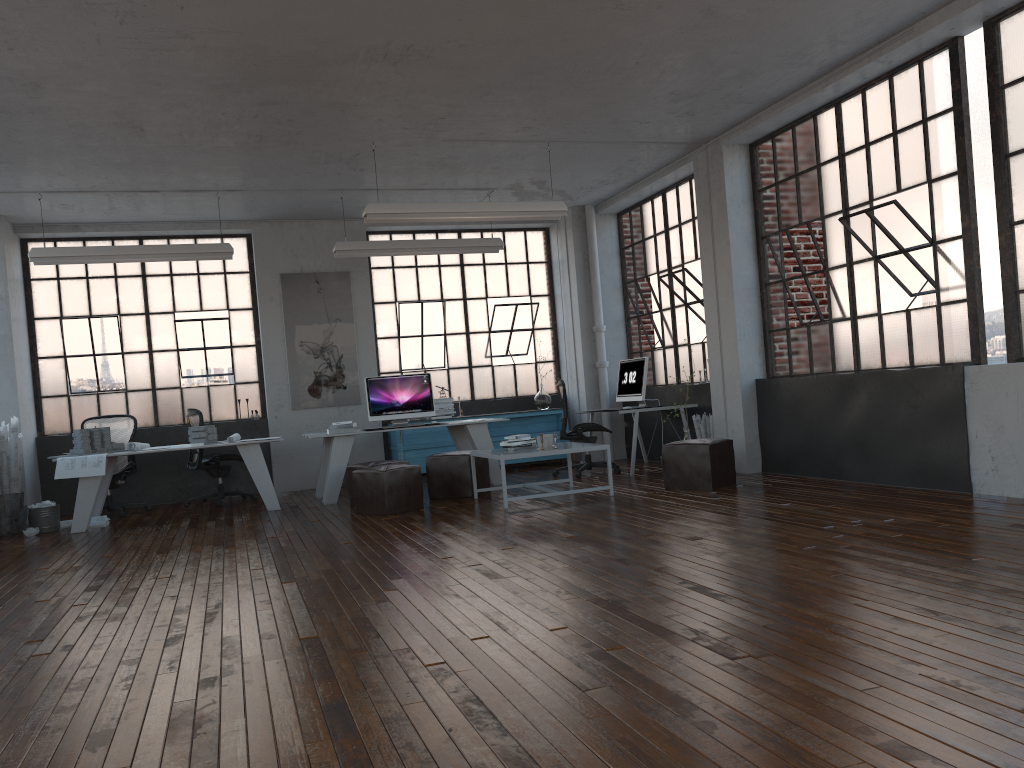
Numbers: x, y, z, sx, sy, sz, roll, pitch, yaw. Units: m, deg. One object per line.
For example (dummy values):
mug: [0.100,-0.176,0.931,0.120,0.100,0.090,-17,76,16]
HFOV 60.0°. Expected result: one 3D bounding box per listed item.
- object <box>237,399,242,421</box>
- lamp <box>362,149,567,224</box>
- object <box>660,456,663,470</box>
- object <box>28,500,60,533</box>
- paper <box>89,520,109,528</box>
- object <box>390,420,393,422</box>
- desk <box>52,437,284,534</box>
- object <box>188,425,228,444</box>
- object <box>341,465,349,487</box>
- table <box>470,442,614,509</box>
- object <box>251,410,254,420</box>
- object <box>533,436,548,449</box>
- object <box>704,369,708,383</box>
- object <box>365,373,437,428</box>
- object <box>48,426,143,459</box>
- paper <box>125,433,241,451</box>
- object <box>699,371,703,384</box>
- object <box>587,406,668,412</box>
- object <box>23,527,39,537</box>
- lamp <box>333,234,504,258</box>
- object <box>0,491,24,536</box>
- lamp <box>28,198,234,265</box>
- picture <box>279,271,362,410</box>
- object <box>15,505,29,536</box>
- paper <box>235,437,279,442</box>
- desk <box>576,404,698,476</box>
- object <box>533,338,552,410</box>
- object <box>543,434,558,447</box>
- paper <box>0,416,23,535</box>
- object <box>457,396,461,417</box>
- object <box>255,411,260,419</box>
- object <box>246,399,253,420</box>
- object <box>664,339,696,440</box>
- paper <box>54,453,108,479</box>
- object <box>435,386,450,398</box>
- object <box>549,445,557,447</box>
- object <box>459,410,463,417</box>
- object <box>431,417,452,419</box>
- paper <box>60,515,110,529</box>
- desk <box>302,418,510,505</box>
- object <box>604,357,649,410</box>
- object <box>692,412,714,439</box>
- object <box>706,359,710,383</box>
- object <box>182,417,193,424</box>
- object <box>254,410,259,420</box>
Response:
object: [-3.300,0.316,10.755,0.085,0.260,0.085,-4,1,36]
lamp: [-0.420,-1.798,7.990,1.876,0.629,0.202,-4,1,-18]
object: [1.619,0.790,9.379,0.107,0.281,0.293,-5,0,7]
object: [-4.475,1.264,8.479,0.291,0.294,0.290,-5,0,23]
paper: [-4.034,1.353,8.515,0.341,0.069,0.083,-5,0,7]
object: [-1.485,0.364,11.150,0.132,0.237,0.132,-4,1,38]
desk: [-3.347,0.977,8.890,2.055,0.697,1.065,-4,0,-18]
object: [-3.162,0.522,9.080,0.416,0.183,0.389,-5,0,12]
object: [-2.113,1.091,10.729,0.293,0.308,0.292,-5,0,11]
table: [0.246,0.801,7.998,0.991,0.445,0.973,-5,0,-18]
object: [-3.163,0.376,10.809,0.058,0.117,0.032,-4,1,33]
object: [0.258,0.518,7.829,0.129,0.109,0.101,-5,0,-9]
object: [2.099,-0.086,9.602,0.066,0.160,0.066,-4,1,14]
object: [-1.174,0.175,9.429,0.714,0.553,0.377,-5,0,-16]
object: [-4.098,0.537,8.713,0.434,0.306,0.735,-5,0,27]
paper: [-3.334,0.590,9.094,1.074,0.105,0.976,-4,-1,-18]
object: [2.049,-0.078,9.636,0.055,0.153,0.055,-4,1,32]
object: [1.300,0.284,9.961,0.687,0.008,0.848,-4,-1,-16]
object: [-4.447,1.369,8.199,0.135,0.084,0.108,-5,0,-27]
lamp: [-1.003,-1.525,9.682,1.876,0.205,0.202,-4,0,-18]
object: [-4.870,1.249,8.518,0.354,0.398,0.354,-5,0,-11]
lamp: [-3.763,-1.536,8.795,1.876,0.629,0.202,-4,1,-18]
picture: [-2.331,-0.540,10.820,0.852,1.651,0.025,-5,1,-18]
object: [-4.615,1.285,8.340,0.107,0.281,0.293,-5,1,-44]
paper: [-2.555,0.557,8.958,0.428,0.001,0.485,-5,-1,-7]
desk: [1.399,0.613,9.987,0.932,0.688,1.227,-5,0,-18]
object: [0.433,-0.139,11.513,0.231,0.940,0.434,-5,1,-36]
object: [0.346,0.514,8.096,0.129,0.109,0.101,-5,0,-9]
paper: [-4.930,0.843,8.553,0.412,1.198,0.441,-5,1,-40]
object: [-0.673,0.289,11.410,0.084,0.256,0.084,-5,1,-40]
object: [-3.116,0.381,10.842,0.058,0.102,0.032,-4,1,17]
object: [-3.206,0.308,10.769,0.085,0.260,0.085,-4,1,36]
object: [1.616,0.235,8.380,0.330,1.340,0.618,-4,1,19]
paper: [-3.967,0.759,8.179,0.439,0.183,0.434,-5,0,-19]
object: [-0.876,0.091,11.251,0.177,0.161,0.092,-5,0,40]
object: [0.340,0.569,8.093,0.137,0.003,0.137,-5,-1,3]
object: [-0.634,0.370,11.248,0.088,0.085,0.088,-5,0,-13]
object: [-0.891,0.424,11.039,0.253,0.014,0.187,-4,-1,-18]
paper: [-4.181,1.358,8.667,0.466,0.094,0.114,-4,0,-33]
desk: [-1.145,0.809,9.600,2.075,0.704,1.075,-4,0,-18]
object: [1.280,0.001,9.955,0.377,0.553,0.714,-5,0,-16]
object: [2.058,0.579,9.224,0.293,0.628,0.274,-4,1,24]
object: [2.120,-0.140,9.517,0.084,0.256,0.084,-5,1,5]
object: [-3.860,0.428,10.562,0.124,0.100,0.124,-5,0,5]
object: [-3.107,0.371,10.767,0.058,0.117,0.032,-5,1,-4]
